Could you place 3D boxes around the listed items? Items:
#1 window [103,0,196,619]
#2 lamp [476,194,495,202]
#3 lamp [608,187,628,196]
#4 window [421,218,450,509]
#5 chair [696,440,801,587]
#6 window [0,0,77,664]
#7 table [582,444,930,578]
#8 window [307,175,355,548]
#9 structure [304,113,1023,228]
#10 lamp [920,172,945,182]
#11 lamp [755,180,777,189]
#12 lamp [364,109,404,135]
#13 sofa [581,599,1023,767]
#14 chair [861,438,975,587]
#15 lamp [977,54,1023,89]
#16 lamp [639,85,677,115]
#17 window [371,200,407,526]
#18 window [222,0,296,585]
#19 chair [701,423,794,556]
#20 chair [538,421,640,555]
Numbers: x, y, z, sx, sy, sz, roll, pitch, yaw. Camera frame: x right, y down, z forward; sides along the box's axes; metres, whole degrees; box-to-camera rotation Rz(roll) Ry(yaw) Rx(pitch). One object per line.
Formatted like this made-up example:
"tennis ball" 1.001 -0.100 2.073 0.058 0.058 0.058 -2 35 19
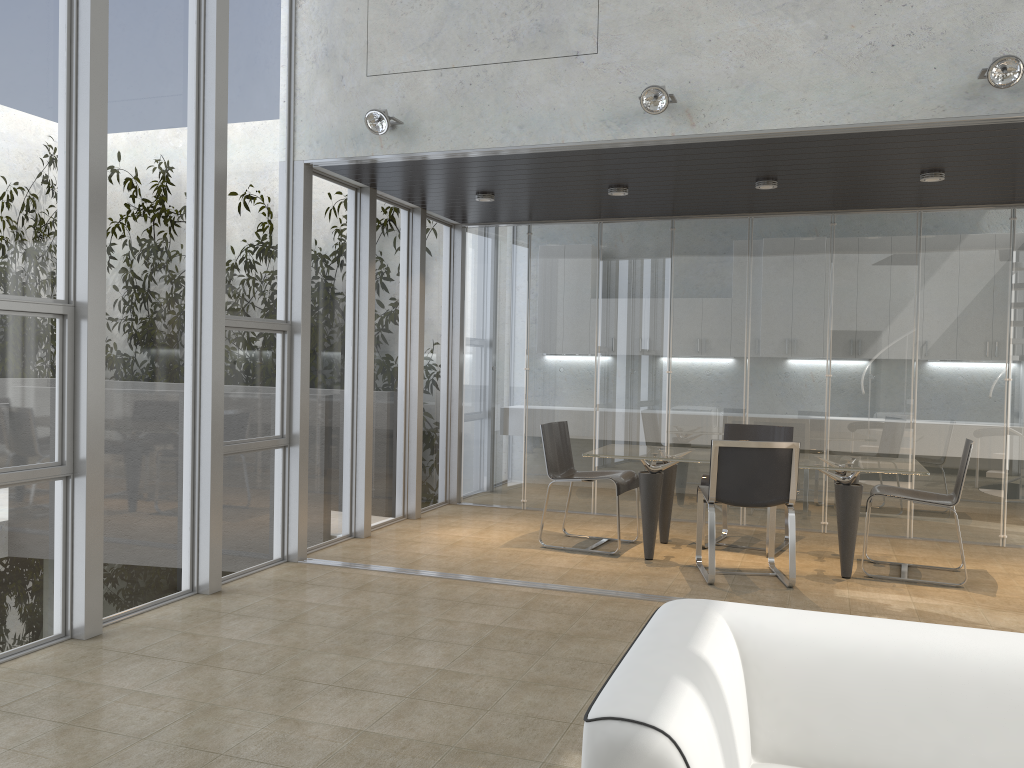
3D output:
"window" -1.936 -1.628 4.717 0.010 5.650 0.741 2 1 19
"lamp" -0.213 -1.472 7.009 0.149 0.038 0.149 2 2 34
"lamp" 0.797 -1.443 6.654 0.149 0.038 0.149 2 2 34
"window" -0.753 -0.181 8.197 0.010 2.645 0.741 2 1 19
"chair" 1.529 0.808 5.820 0.546 0.922 0.660 1 1 4
"window" -2.225 -1.615 3.850 0.050 5.700 0.800 2 1 19
"table" 1.704 0.886 6.373 2.250 0.733 0.900 2 1 19
"window" -1.360 -0.155 6.474 0.010 2.645 0.741 2 1 19
"structure" -0.405 -2.016 2.975 9.817 6.605 10.665 2 1 18
"lamp" 2.817 -1.387 5.944 0.149 0.038 0.149 2 2 34
"lamp" 1.807 -1.415 6.299 0.149 0.038 0.149 2 2 34
"lamp" -0.819 -1.635 5.568 0.197 0.154 0.228 2 1 19
"sofa" 1.502 0.962 1.731 2.601 0.638 0.971 2 1 19
"chair" 2.740 0.828 5.994 0.660 0.922 0.546 2 1 24
"lamp" 2.452 -1.544 4.432 0.197 0.154 0.254 2 1 19
"lamp" 0.819 -1.590 5.006 0.197 0.154 0.254 2 1 19
"window" -1.057 -0.168 7.336 0.010 2.645 0.741 2 1 19
"window" -1.618 -1.641 5.574 0.050 5.700 0.800 2 1 19
"chair" 1.811 0.791 6.821 0.546 0.922 0.660 2 1 29
"chair" 0.589 0.768 6.756 0.660 0.922 0.546 2 1 24
